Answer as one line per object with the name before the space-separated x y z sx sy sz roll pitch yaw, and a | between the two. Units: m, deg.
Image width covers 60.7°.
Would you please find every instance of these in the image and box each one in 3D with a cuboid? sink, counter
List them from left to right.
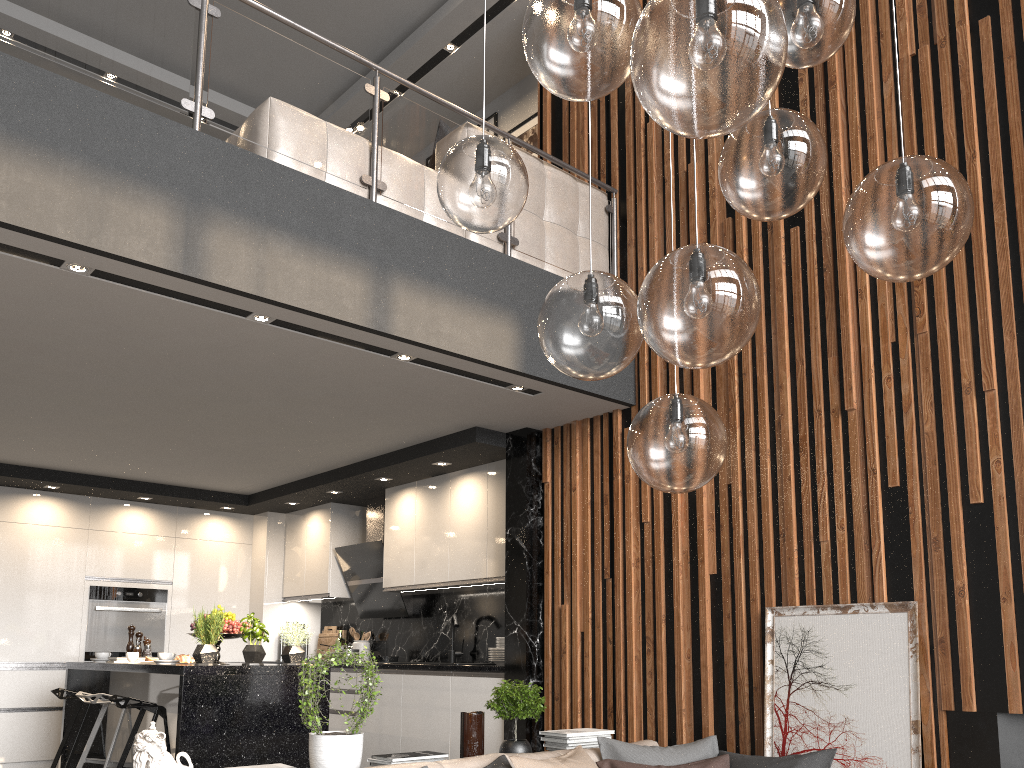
counter | -0.946 2.239 6.956 0.619 0.039 3.521 14 -22 -38
sink | -0.554 1.991 6.557 0.505 0.531 1.133 11 -19 -39

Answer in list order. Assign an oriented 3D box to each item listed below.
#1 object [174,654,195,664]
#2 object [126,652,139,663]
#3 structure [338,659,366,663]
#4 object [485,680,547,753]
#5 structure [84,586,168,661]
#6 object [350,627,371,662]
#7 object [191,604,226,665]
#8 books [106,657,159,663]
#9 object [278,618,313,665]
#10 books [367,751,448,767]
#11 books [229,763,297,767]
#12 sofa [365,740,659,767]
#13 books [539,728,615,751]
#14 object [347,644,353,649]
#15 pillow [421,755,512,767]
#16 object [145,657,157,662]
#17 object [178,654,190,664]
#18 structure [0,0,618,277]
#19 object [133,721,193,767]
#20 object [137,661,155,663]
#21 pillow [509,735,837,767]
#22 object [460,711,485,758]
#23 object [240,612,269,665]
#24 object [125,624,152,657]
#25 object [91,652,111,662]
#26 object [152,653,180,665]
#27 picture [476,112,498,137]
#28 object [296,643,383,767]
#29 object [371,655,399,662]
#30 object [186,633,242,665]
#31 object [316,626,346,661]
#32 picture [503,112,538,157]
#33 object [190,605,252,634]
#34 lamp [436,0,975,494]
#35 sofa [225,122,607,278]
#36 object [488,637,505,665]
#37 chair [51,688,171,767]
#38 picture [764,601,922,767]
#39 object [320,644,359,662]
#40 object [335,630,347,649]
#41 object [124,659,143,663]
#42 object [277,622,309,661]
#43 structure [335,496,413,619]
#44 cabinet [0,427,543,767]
object | -2.083 1.741 5.543 0.133 0.058 0.071 14 -19 -40
object | -2.456 1.772 5.669 0.077 0.068 0.087 -2 -14 8
structure | -1.230 2.317 7.279 0.518 0.058 0.611 15 -22 -39
object | 0.014 1.601 4.136 0.310 0.397 0.280 -1 -12 9
structure | -3.522 2.146 7.801 0.665 0.614 0.663 12 -17 -40
object | -1.326 2.300 7.719 0.177 0.296 0.160 9 -13 -37
object | -1.738 1.432 5.034 0.196 0.359 0.191 0 -11 4
books | -2.592 1.893 6.002 0.328 0.037 0.175 15 -23 -40
object | -1.335 1.586 5.385 0.223 0.276 0.216 7 -13 -27
books | -0.457 1.622 3.712 0.330 0.096 0.208 15 -21 -40
books | -0.951 1.493 3.287 0.353 0.097 0.197 15 -21 -40
sofa | 0.123 1.639 2.653 3.295 0.795 1.910 15 -21 -40
books | 0.323 1.792 4.329 0.337 0.146 0.203 14 -19 -39
object | -1.502 2.420 7.885 0.183 0.158 0.277 12 -19 -40
pillow | -0.478 1.496 2.792 1.973 0.484 0.551 15 -20 -41
object | -2.309 1.783 5.654 0.130 0.041 0.076 -14 -21 40
object | -2.059 1.726 5.495 0.074 0.057 0.062 5 -14 -20
structure | -2.046 -0.867 5.067 4.288 0.719 3.437 15 -22 -39
object | -1.209 1.320 3.045 0.208 0.282 0.139 5 -11 -22
object | -2.317 1.796 5.648 0.192 0.011 0.198 3 -17 -8
pillow | 0.633 1.765 3.619 1.385 0.532 0.786 3 -15 -11
object | -0.180 1.614 3.951 0.110 0.260 0.111 7 -12 -35
object | -1.529 1.509 5.185 0.180 0.304 0.176 7 -12 -30
object | -2.748 1.922 6.497 0.201 0.276 0.154 -7 -13 31
object | -2.875 1.920 6.144 0.155 0.068 0.160 -5 -17 17
object | -2.068 1.643 5.236 0.155 0.068 0.160 -5 -17 17
picture | -0.452 -1.792 7.468 0.025 0.637 1.009 8 -16 -40
object | -0.703 1.323 3.515 0.217 0.560 0.394 -5 -13 29
object | -1.080 2.257 7.199 0.234 0.059 0.361 -8 -19 26
object | -1.823 1.639 5.410 0.367 0.182 0.379 -3 -16 12
object | -1.703 2.439 8.217 0.099 0.321 0.408 8 -16 -40
picture | 0.099 -1.862 6.834 0.025 0.399 0.513 8 -15 -40
object | -1.822 1.483 5.446 0.353 0.209 0.324 14 -20 -42
lamp | 0.375 -2.270 2.038 1.247 4.860 1.247 9 -13 -44
sofa | -0.959 -0.787 5.357 2.312 0.759 2.329 14 -21 -39
object | -0.014 1.854 6.075 0.304 0.190 0.311 12 -19 -37
chair | -2.540 2.306 5.500 0.440 0.716 1.760 10 -18 -40
picture | 1.438 1.469 3.859 0.102 0.971 0.741 8 -14 -40
object | -1.442 2.277 7.405 0.352 0.149 0.204 -12 -19 38
object | -1.548 2.383 7.959 0.090 0.275 0.083 8 -12 -40
object | -2.431 1.780 5.625 0.130 0.026 0.028 -2 -13 8
object | -2.048 2.422 8.229 0.326 0.362 0.067 11 -14 -41
structure | -1.149 1.478 7.475 0.419 1.002 0.750 9 -14 -40
cabinet | -2.164 1.484 6.152 3.673 3.151 6.316 12 -19 -39
